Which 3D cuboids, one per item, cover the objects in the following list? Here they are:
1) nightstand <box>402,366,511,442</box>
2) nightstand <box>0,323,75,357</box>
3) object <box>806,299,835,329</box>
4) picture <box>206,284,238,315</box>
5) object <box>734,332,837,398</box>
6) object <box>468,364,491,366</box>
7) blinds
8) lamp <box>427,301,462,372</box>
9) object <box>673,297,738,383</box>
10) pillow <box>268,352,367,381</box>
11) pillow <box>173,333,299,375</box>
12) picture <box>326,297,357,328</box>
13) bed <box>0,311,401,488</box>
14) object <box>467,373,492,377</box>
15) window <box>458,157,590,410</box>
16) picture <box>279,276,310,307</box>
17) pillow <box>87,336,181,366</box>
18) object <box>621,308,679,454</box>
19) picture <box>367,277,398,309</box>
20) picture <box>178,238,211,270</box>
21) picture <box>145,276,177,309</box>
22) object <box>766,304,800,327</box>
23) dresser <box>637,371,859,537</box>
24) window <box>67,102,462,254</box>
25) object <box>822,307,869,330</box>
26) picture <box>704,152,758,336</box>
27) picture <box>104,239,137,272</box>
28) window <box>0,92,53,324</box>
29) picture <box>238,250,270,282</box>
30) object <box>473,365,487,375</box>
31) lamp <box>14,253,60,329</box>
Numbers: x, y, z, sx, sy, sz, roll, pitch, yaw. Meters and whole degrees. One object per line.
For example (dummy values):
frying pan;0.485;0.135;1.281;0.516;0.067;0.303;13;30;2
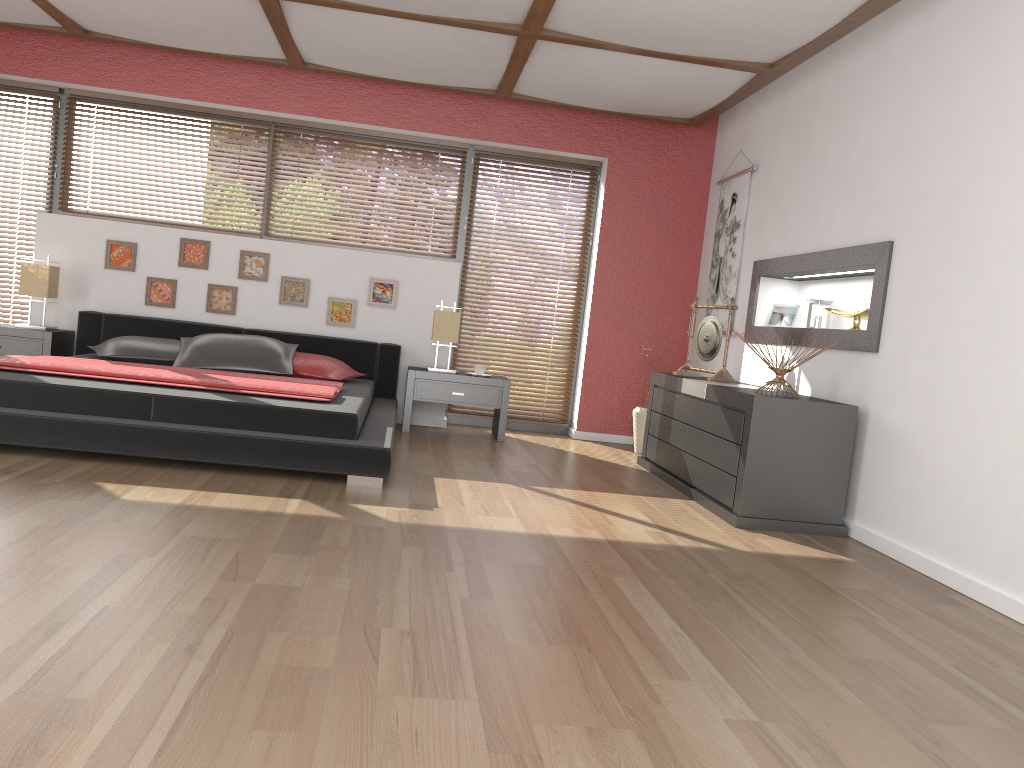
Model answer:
nightstand;-0.397;0.134;6.209;0.700;0.423;0.413;6;4;-7
nightstand;-3.334;-0.173;5.837;0.700;0.423;0.413;6;4;-7
object;1.728;-0.385;4.995;0.159;0.171;0.159;10;5;42
picture;-2.031;-0.591;6.205;0.200;0.200;0.010;6;4;-7
object;1.313;-0.087;4.321;0.481;0.282;0.481;3;5;-41
object;-0.222;-0.132;6.136;0.192;0.007;0.007;4;5;-38
blinds;-1.844;-0.913;6.491;4.840;1.952;0.032;6;4;-7
lamp;-0.467;-0.339;6.204;0.200;0.480;0.200;6;4;-7
object;1.189;-0.277;5.350;0.173;0.498;0.490;5;4;-22
pillow;-1.369;-0.115;5.790;0.745;0.172;0.418;7;4;12
pillow;-1.741;-0.197;5.598;0.744;0.241;0.386;6;4;-12
picture;-1.213;-0.510;6.309;0.200;0.200;0.010;6;4;-7
bed;-1.881;-0.032;5.010;2.469;0.577;2.413;6;4;-7
object;-0.229;-0.063;6.158;0.179;0.012;0.179;8;4;18
window;0.078;-0.752;6.800;0.889;1.893;0.020;6;4;-7
picture;-1.535;-0.652;6.259;0.200;0.200;0.010;6;4;-7
pillow;-2.262;-0.205;5.623;0.745;0.172;0.418;4;4;-32
object;0.920;-0.027;6.231;0.422;1.035;0.364;4;4;-32
picture;-0.922;-0.649;6.332;0.200;0.200;0.010;6;4;-7
picture;-2.207;-0.904;6.160;0.200;0.200;0.010;6;4;-7
picture;-2.436;-0.635;6.154;0.200;0.200;0.010;6;4;-7
object;1.647;-0.413;5.392;0.041;0.146;0.226;4;4;-27
dresser;1.210;0.310;4.895;0.540;0.608;1.740;6;4;-7
window;-1.783;-1.491;6.521;2.817;0.786;0.020;6;4;-7
object;1.763;-0.322;4.531;0.181;0.116;0.350;5;4;-17
picture;1.485;-0.973;6.117;0.028;1.270;0.701;6;4;-7
picture;-2.692;-0.883;6.104;0.200;0.200;0.010;6;4;-7
window;-3.771;-1.155;6.312;0.889;1.893;0.020;6;4;-7
picture;-1.808;-0.827;6.213;0.200;0.200;0.010;6;4;-7
object;-0.225;-0.095;6.155;0.099;0.069;0.099;8;4;18
lamp;-3.130;-0.618;5.866;0.200;0.480;0.200;6;4;-7
